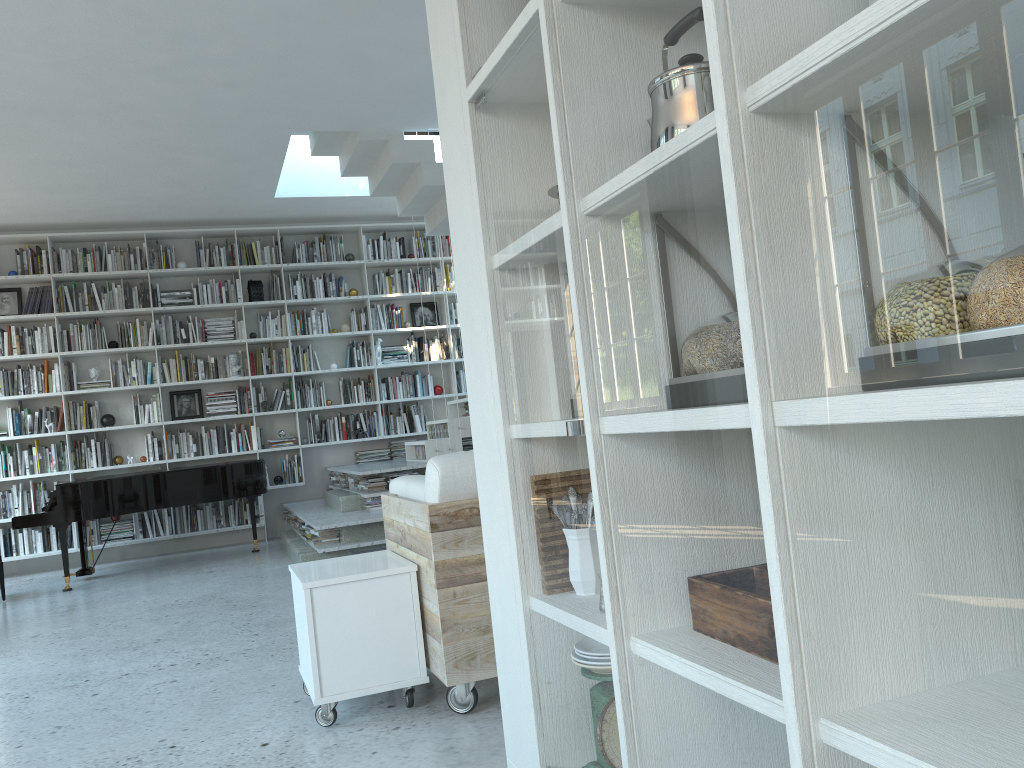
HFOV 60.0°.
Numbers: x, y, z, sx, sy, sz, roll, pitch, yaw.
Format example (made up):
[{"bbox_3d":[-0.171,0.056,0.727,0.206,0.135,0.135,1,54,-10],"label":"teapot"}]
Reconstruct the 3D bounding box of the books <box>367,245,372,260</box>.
[{"bbox_3d":[-1.524,-1.369,9.419,0.022,0.182,0.190,-6,-2,-19],"label":"books"}]

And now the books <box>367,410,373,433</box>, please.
[{"bbox_3d":[-1.494,0.423,9.354,0.012,0.282,0.143,-6,-2,-19],"label":"books"}]

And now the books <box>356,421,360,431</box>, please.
[{"bbox_3d":[-1.618,0.484,9.286,0.025,0.181,0.169,-6,-2,-19],"label":"books"}]

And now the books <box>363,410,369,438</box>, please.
[{"bbox_3d":[-1.534,0.420,9.326,0.013,0.293,0.134,-6,-2,-19],"label":"books"}]

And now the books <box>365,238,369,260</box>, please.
[{"bbox_3d":[-1.555,-1.406,9.441,0.014,0.264,0.140,-6,-2,-19],"label":"books"}]

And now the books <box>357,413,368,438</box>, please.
[{"bbox_3d":[-1.568,0.437,9.303,0.070,0.266,0.186,-6,-2,-19],"label":"books"}]

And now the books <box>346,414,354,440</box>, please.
[{"bbox_3d":[-1.690,0.450,9.261,0.026,0.262,0.173,-6,-2,-19],"label":"books"}]

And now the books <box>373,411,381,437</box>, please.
[{"bbox_3d":[-1.421,0.420,9.354,0.025,0.272,0.171,-6,-2,-19],"label":"books"}]

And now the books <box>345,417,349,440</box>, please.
[{"bbox_3d":[-1.735,0.467,9.255,0.025,0.237,0.156,-6,-2,-19],"label":"books"}]

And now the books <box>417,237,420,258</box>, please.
[{"bbox_3d":[-1.033,-1.453,9.623,0.017,0.259,0.136,-6,-2,-19],"label":"books"}]

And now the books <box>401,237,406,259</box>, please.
[{"bbox_3d":[-1.182,-1.438,9.559,0.030,0.257,0.165,-6,-2,-19],"label":"books"}]

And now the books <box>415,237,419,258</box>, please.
[{"bbox_3d":[-1.044,-1.449,9.605,0.016,0.251,0.189,-6,-2,-19],"label":"books"}]

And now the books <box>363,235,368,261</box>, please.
[{"bbox_3d":[-1.574,-1.419,9.426,0.028,0.294,0.150,-6,-2,-19],"label":"books"}]

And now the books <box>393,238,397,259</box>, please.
[{"bbox_3d":[-1.269,-1.428,9.532,0.021,0.254,0.151,-6,-2,-19],"label":"books"}]

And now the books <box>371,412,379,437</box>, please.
[{"bbox_3d":[-1.444,0.429,9.345,0.026,0.258,0.157,-6,-2,-19],"label":"books"}]

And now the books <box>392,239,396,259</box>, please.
[{"bbox_3d":[-1.285,-1.418,9.516,0.022,0.236,0.172,-6,-2,-19],"label":"books"}]

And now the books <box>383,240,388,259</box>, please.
[{"bbox_3d":[-1.366,-1.407,9.494,0.030,0.231,0.148,-6,-2,-19],"label":"books"}]

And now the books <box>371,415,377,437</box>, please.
[{"bbox_3d":[-1.464,0.446,9.331,0.025,0.228,0.176,-6,-2,-19],"label":"books"}]

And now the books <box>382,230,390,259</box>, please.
[{"bbox_3d":[-1.347,-1.460,9.493,0.014,0.332,0.180,-6,-2,-19],"label":"books"}]

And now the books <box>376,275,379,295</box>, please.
[{"bbox_3d":[-1.442,-1.034,9.447,0.013,0.236,0.142,-6,-2,-19],"label":"books"}]

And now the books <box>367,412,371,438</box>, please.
[{"bbox_3d":[-1.517,0.433,9.332,0.021,0.264,0.150,-6,-2,-19],"label":"books"}]

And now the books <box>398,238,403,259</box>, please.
[{"bbox_3d":[-1.206,-1.434,9.564,0.012,0.254,0.161,-6,-2,-19],"label":"books"}]

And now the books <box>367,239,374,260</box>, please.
[{"bbox_3d":[-1.510,-1.404,9.439,0.025,0.250,0.178,-6,-2,-19],"label":"books"}]

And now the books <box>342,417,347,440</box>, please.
[{"bbox_3d":[-1.757,0.466,9.232,0.031,0.244,0.185,-6,-2,-19],"label":"books"}]

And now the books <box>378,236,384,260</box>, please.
[{"bbox_3d":[-1.405,-1.427,9.480,0.048,0.278,0.150,-6,-2,-19],"label":"books"}]

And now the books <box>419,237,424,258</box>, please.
[{"bbox_3d":[-0.994,-1.452,9.621,0.031,0.248,0.164,-6,-2,-19],"label":"books"}]

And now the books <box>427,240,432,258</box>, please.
[{"bbox_3d":[-0.913,-1.440,9.647,0.029,0.210,0.169,-6,-2,-19],"label":"books"}]

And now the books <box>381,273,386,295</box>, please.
[{"bbox_3d":[-1.379,-1.047,9.479,0.026,0.250,0.130,-6,-2,-19],"label":"books"}]

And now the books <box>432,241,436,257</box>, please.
[{"bbox_3d":[-0.869,-1.444,9.688,0.031,0.211,0.131,-6,-2,-19],"label":"books"}]

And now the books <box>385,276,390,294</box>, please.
[{"bbox_3d":[-1.345,-1.029,9.465,0.025,0.207,0.175,-6,-2,-19],"label":"books"}]

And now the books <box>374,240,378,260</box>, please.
[{"bbox_3d":[-1.461,-1.398,9.459,0.024,0.231,0.168,-6,-2,-19],"label":"books"}]

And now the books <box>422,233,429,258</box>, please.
[{"bbox_3d":[-0.944,-1.481,9.654,0.020,0.299,0.131,-6,-2,-19],"label":"books"}]

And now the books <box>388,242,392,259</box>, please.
[{"bbox_3d":[-1.328,-1.405,9.521,0.030,0.220,0.133,-6,-2,-19],"label":"books"}]

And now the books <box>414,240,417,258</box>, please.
[{"bbox_3d":[-1.059,-1.432,9.593,0.008,0.220,0.182,-6,-2,-19],"label":"books"}]

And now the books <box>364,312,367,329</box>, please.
[{"bbox_3d":[-1.560,-0.647,9.388,0.013,0.221,0.155,-6,-2,-19],"label":"books"}]

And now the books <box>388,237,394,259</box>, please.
[{"bbox_3d":[-1.303,-1.429,9.510,0.014,0.262,0.168,-6,-2,-19],"label":"books"}]

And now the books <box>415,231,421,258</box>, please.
[{"bbox_3d":[-1.021,-1.485,9.615,0.007,0.320,0.165,-6,-2,-19],"label":"books"}]

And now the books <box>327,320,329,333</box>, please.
[{"bbox_3d":[-1.937,-0.594,9.273,0.015,0.189,0.103,-6,-2,-19],"label":"books"}]

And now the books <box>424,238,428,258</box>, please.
[{"bbox_3d":[-0.952,-1.449,9.628,0.018,0.235,0.186,-6,-2,-19],"label":"books"}]

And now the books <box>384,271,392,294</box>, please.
[{"bbox_3d":[-1.325,-1.058,9.479,0.026,0.261,0.167,-6,-2,-19],"label":"books"}]

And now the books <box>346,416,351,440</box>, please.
[{"bbox_3d":[-1.717,0.463,9.268,0.021,0.242,0.131,-6,-2,-19],"label":"books"}]

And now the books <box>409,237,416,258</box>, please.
[{"bbox_3d":[-1.073,-1.448,9.586,0.019,0.256,0.169,-6,-2,-19],"label":"books"}]

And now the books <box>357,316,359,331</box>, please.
[{"bbox_3d":[-1.642,-0.642,9.377,0.011,0.227,0.131,-6,-2,-19],"label":"books"}]

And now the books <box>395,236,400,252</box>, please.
[{"bbox_3d":[-1.237,-1.443,9.557,0.012,0.279,0.153,-6,-2,-19],"label":"books"}]

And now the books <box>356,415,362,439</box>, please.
[{"bbox_3d":[-1.606,0.449,9.295,0.012,0.249,0.164,-6,-2,-19],"label":"books"}]

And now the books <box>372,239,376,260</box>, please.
[{"bbox_3d":[-1.483,-1.402,9.443,0.026,0.241,0.184,-6,-2,-19],"label":"books"}]

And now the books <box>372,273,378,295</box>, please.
[{"bbox_3d":[-1.455,-1.042,9.445,0.012,0.254,0.161,-6,-2,-19],"label":"books"}]

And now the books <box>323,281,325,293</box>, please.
[{"bbox_3d":[-1.979,-1.000,9.287,0.010,0.271,0.120,-6,-2,-19],"label":"books"}]

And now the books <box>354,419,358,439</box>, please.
[{"bbox_3d":[-1.644,0.472,9.285,0.022,0.211,0.135,-6,-2,-19],"label":"books"}]

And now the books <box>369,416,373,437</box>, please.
[{"bbox_3d":[-1.494,0.453,9.325,0.013,0.220,0.168,-6,-2,-19],"label":"books"}]

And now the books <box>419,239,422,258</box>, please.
[{"bbox_3d":[-1.007,-1.439,9.608,0.007,0.226,0.170,-6,-2,-19],"label":"books"}]

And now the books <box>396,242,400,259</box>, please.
[{"bbox_3d":[-1.240,-1.405,9.526,0.023,0.202,0.190,-6,-2,-19],"label":"books"}]

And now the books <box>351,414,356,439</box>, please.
[{"bbox_3d":[-1.669,0.448,9.276,0.026,0.263,0.169,-6,-2,-19],"label":"books"}]

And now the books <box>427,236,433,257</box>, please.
[{"bbox_3d":[-0.897,-1.476,9.674,0.025,0.279,0.136,-6,-2,-19],"label":"books"}]

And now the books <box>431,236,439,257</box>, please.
[{"bbox_3d":[-0.838,-1.474,9.677,0.026,0.263,0.163,-6,-2,-19],"label":"books"}]

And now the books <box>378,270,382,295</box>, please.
[{"bbox_3d":[-1.414,-1.060,9.458,0.051,0.282,0.167,-6,-2,-19],"label":"books"}]

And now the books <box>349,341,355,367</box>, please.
[{"bbox_3d":[-1.688,-0.299,9.331,0.016,0.290,0.135,-6,-2,-19],"label":"books"}]

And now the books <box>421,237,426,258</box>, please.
[{"bbox_3d":[-0.976,-1.457,9.643,0.017,0.257,0.146,-6,-2,-19],"label":"books"}]

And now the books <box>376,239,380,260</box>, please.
[{"bbox_3d":[-1.444,-1.409,9.484,0.027,0.249,0.140,-6,-2,-19],"label":"books"}]
